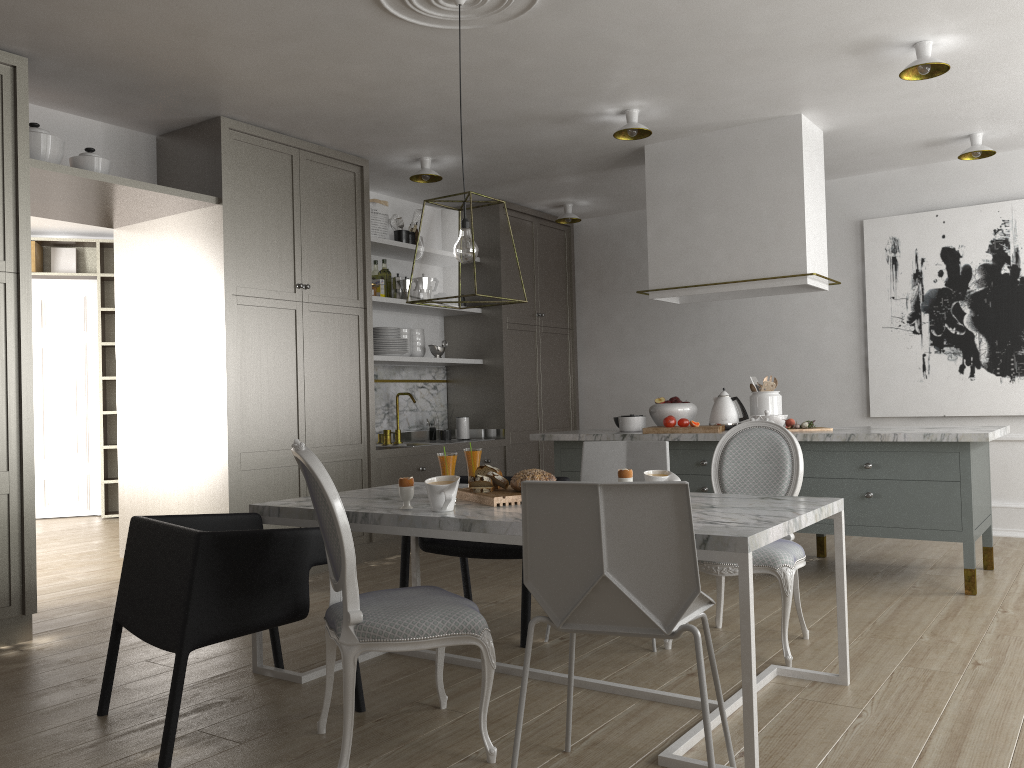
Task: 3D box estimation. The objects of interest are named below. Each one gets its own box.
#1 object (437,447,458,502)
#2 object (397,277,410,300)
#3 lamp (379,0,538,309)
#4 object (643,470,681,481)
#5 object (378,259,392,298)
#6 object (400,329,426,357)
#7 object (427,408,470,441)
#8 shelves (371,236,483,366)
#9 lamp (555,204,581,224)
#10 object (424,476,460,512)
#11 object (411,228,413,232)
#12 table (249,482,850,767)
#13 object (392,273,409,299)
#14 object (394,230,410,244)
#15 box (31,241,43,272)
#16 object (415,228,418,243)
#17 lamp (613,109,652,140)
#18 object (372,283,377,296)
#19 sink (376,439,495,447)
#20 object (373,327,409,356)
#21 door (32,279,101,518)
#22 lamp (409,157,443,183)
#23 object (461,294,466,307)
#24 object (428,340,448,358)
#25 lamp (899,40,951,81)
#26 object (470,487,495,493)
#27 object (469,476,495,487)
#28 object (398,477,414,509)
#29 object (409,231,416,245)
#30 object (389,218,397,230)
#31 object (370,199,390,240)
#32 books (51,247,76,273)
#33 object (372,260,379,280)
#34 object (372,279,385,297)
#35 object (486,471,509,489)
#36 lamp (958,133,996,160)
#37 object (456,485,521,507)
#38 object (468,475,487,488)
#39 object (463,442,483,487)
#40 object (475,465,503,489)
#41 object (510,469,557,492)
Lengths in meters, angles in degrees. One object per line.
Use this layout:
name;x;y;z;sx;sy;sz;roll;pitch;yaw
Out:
object;-0.216;0.303;2.983;0.071;0.188;0.071;-1;-1;-35
object;-0.694;-0.631;5.886;0.138;0.167;0.087;-2;-1;30
lamp;-0.173;-0.839;3.139;0.584;1.108;0.584;-1;-1;-41
object;0.511;0.335;2.983;0.138;0.085;0.089;-2;-1;30
object;-0.838;-0.686;5.869;0.089;0.282;0.082;-2;-1;29
object;-0.721;-0.278;6.159;0.149;0.216;0.309;-2;-1;27
object;-0.451;0.283;6.297;0.307;0.229;0.144;-1;-1;-12
shelves;-0.746;-0.528;6.005;0.352;0.775;1.339;-2;-1;34
lamp;0.420;-1.276;6.639;0.197;0.130;0.197;-3;-1;39
object;-0.198;0.340;2.724;0.110;0.105;0.170;-1;-1;-35
object;-0.695;-1.005;6.218;0.023;0.185;0.092;-3;-2;44
table;0.073;0.680;2.933;1.781;0.583;0.870;-2;-1;34
object;-0.762;-0.649;6.046;0.175;0.212;0.111;-1;-1;-20
object;-0.746;-0.975;6.005;0.108;0.118;0.108;-2;-1;26
box;-4.191;-1.068;7.568;0.282;0.260;0.282;-1;-1;-16
object;-0.661;-1.005;6.222;0.038;0.183;0.092;-3;-2;44
lamp;0.611;-1.323;4.508;0.197;0.130;0.197;-1;-1;-21
object;-0.915;-0.597;5.736;0.078;0.101;0.078;-1;-1;-10
sink;-0.559;0.483;6.016;0.475;0.174;0.877;-2;-1;34
object;-0.829;-0.271;5.822;0.300;0.195;0.306;-2;-1;31
door;-4.174;0.127;7.706;1.137;2.082;0.068;-1;-1;-18
lamp;-0.513;-1.277;5.280;0.197;0.130;0.197;-1;-1;-21
object;-0.467;-0.593;6.369;0.173;0.098;0.264;-3;-2;43
object;-0.513;-0.242;6.199;0.102;0.135;0.210;-2;-1;27
lamp;1.736;-1.369;3.737;0.197;0.130;0.197;-2;-1;9
object;-0.103;0.358;2.998;0.077;0.017;0.068;-2;-1;12
object;-0.103;0.339;3.028;0.083;0.055;0.073;-2;-1;11
object;-0.334;0.344;2.809;0.050;0.101;0.050;-2;-1;30
object;-0.720;-0.978;6.115;0.112;0.128;0.112;-2;-1;18
object;-0.794;-1.060;6.045;0.085;0.148;0.050;-2;-1;7
object;-0.906;-1.075;5.961;0.074;0.327;0.183;-3;-2;44
books;-3.910;-1.069;7.734;0.195;0.242;0.042;-1;-1;-21
object;-0.906;-0.684;5.914;0.066;0.282;0.066;-2;-1;24
object;-0.884;-0.615;5.837;0.077;0.141;0.044;-2;-1;29
object;-0.051;0.332;3.049;0.079;0.067;0.074;-2;-1;6
lamp;2.668;-1.368;5.096;0.197;0.130;0.197;-2;-1;19
object;-0.018;0.379;3.035;0.260;0.031;0.360;-1;-1;-26
object;-0.109;0.338;3.056;0.083;0.057;0.072;-2;-1;10
object;-0.141;0.306;3.236;0.071;0.188;0.071;-1;-1;-35
object;-0.082;0.325;3.135;0.086;0.087;0.090;-2;-1;12
object;0.073;0.324;2.992;0.157;0.075;0.151;-1;-1;-20
